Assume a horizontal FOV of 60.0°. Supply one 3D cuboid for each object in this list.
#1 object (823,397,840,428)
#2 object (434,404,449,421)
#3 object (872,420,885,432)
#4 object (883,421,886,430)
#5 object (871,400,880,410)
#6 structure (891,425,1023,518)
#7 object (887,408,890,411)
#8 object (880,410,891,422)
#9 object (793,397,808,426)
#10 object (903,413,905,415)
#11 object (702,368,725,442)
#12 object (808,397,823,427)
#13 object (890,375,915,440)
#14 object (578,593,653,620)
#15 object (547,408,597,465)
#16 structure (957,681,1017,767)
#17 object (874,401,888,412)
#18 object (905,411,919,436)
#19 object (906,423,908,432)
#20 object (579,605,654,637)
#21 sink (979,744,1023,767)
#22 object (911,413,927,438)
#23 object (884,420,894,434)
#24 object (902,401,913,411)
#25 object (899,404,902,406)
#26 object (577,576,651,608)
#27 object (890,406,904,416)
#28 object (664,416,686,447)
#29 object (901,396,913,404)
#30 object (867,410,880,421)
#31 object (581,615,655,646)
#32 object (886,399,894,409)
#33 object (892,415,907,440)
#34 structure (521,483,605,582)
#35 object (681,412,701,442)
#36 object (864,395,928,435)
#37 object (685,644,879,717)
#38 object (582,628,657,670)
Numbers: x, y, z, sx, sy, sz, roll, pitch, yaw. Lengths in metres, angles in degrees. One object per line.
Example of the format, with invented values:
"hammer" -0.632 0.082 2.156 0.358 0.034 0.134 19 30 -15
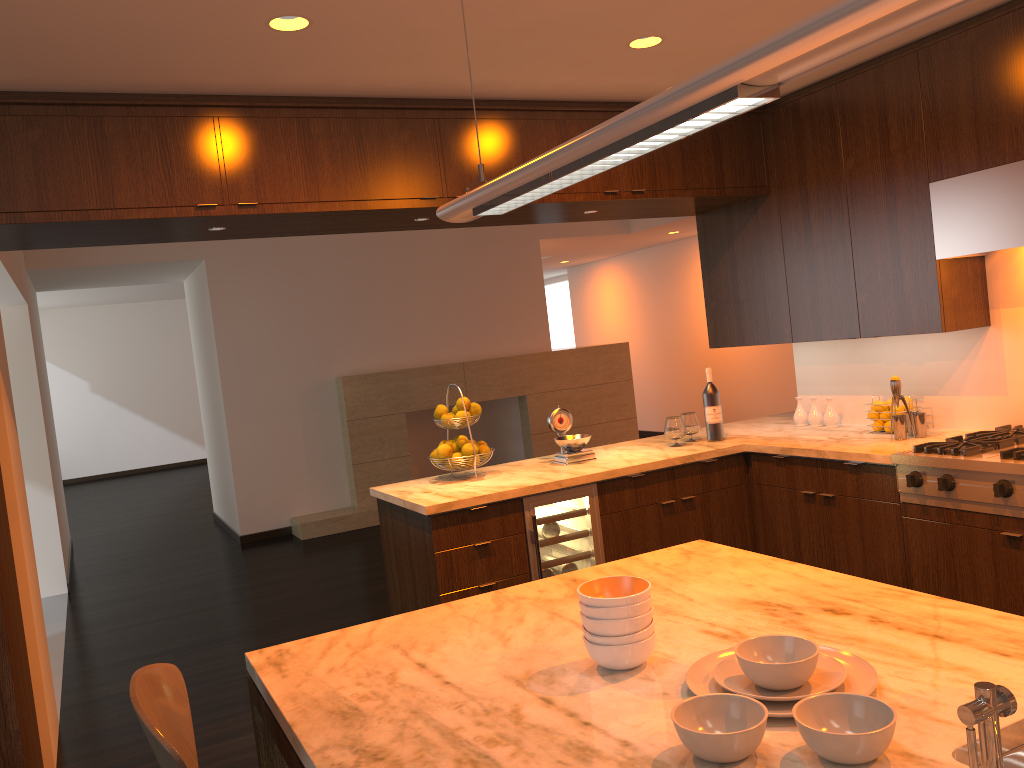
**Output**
"object" 1.643 0.147 4.572 0.079 0.154 0.079 -9 4 -43
"object" -0.343 0.139 4.296 0.075 0.079 0.077 -7 3 -16
"object" 1.731 0.196 4.184 0.060 0.057 0.052 -6 3 9
"object" 1.770 0.196 4.227 0.053 0.053 0.061 -9 4 -40
"object" 1.735 0.107 4.214 0.052 0.060 0.057 -7 3 -5
"structure" 2.098 0.221 3.243 0.824 0.422 1.067 -8 3 -26
"object" 1.773 0.141 4.201 0.064 0.053 0.051 -6 3 10
"object" 1.751 0.149 4.149 0.062 0.053 0.052 -8 3 -21
"object" 1.551 0.148 4.770 0.079 0.154 0.079 -9 4 -43
"object" 1.843 0.158 4.118 0.061 0.055 0.051 -7 3 -14
"object" 1.033 0.104 4.577 0.095 0.378 0.094 -7 3 0
"object" 1.596 0.148 4.672 0.079 0.154 0.079 -9 4 -43
"object" 1.706 0.102 3.933 0.101 0.288 0.088 -6 3 4
"object" 0.196 0.430 1.663 0.140 0.064 0.139 -4 3 38
"object" 0.291 0.253 4.420 0.191 0.266 0.231 -8 3 -23
"structure" 0.561 0.434 1.043 0.067 0.161 0.050 -8 3 -26
"object" 1.731 0.106 4.161 0.053 0.051 0.063 -8 3 -35
"object" 1.808 0.179 3.997 0.060 0.106 0.060 -6 3 6
"object" 1.820 0.197 4.109 0.051 0.053 0.063 -6 3 15
"object" 0.199 0.451 1.664 0.139 0.062 0.140 -8 3 -26
"sink" 0.951 0.601 0.959 0.457 0.176 0.813 -8 3 -26
"object" 1.803 0.183 3.922 0.060 0.106 0.060 -6 3 6
"object" 1.769 0.200 4.137 0.064 0.063 0.074 -5 3 28
"object" 1.838 0.107 4.122 0.051 0.053 0.063 -6 3 20
"object" 1.831 0.122 4.193 0.055 0.051 0.061 -6 3 2
"object" 0.194 0.408 1.663 0.139 0.062 0.140 -7 3 -17
"object" 1.783 0.126 4.107 0.061 0.052 0.053 -6 3 20
"object" 0.836 0.243 4.540 0.112 0.151 0.112 -7 3 -7
"object" 1.864 0.088 4.182 0.050 0.060 0.059 -6 3 7
"object" 1.716 0.150 4.200 0.053 0.051 0.063 -8 3 -24
"object" 0.202 0.473 1.665 0.139 0.068 0.140 -9 4 -43
"object" 1.789 0.095 4.172 0.051 0.053 0.063 -6 3 9
"object" 1.716 0.193 3.923 0.060 0.106 0.060 -6 3 6
"structure" 1.632 0.767 3.428 3.060 0.862 3.400 -8 3 -26
"object" 0.934 0.226 4.657 0.112 0.151 0.112 -7 3 -7
"object" 1.804 0.137 4.173 0.189 0.175 0.207 -8 3 -28
"object" 0.449 0.497 1.487 0.309 0.021 0.310 -8 3 -26
"object" 0.204 0.497 1.667 0.139 0.059 0.140 -8 3 -34
